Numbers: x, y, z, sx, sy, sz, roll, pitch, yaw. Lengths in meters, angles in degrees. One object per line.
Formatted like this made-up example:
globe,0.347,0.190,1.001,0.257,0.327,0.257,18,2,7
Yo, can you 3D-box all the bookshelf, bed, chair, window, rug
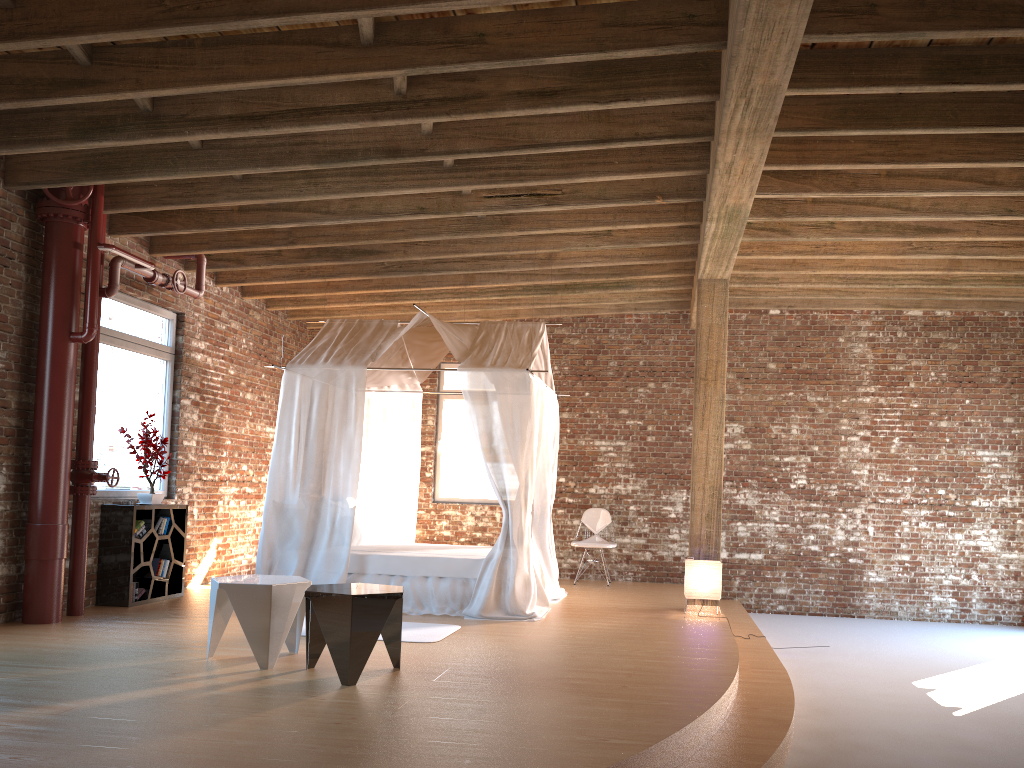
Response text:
bookshelf,-3.237,1.483,7.767,0.294,0.842,0.857,2,-5,10
bed,-0.831,0.148,8.547,2.678,3.870,2.497,1,-4,8
chair,0.983,1.934,10.551,0.539,0.894,0.573,2,-3,9
window,-0.345,0.631,11.251,1.320,1.843,0.171,2,-2,7
window,-3.419,0.123,7.890,0.168,1.842,1.346,2,-4,10
rug,-1.162,1.830,6.613,1.438,0.007,0.862,1,-7,9
chair,-1.533,1.431,5.353,0.548,0.488,0.605,4,-6,-27
chair,-0.902,1.414,5.039,0.633,0.488,0.523,6,-6,-38

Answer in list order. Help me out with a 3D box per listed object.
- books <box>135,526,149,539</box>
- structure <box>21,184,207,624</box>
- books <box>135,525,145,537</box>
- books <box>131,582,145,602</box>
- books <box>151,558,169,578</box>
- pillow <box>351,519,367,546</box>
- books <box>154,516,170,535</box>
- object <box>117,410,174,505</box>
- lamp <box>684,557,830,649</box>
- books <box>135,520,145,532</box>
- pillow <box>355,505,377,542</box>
books,-3.202,1.265,7.527,0.134,0.113,0.157,1,-5,9
structure,-3.167,0.105,7.188,0.579,3.452,1.998,2,-3,9
books,-3.212,1.246,7.471,0.134,0.109,0.154,1,-5,9
books,-3.226,1.761,7.488,0.134,0.159,0.250,1,-6,9
books,-3.159,1.636,7.839,0.134,0.180,0.203,1,-5,9
pillow,-1.556,1.418,8.501,0.213,0.290,0.389,1,-5,18
books,-3.154,1.254,7.800,0.134,0.165,0.244,1,-5,9
object,-3.201,0.638,7.731,0.399,0.837,0.414,2,-3,4
lamp,2.236,1.985,7.957,1.397,0.778,0.357,2,-3,0
books,-3.212,1.209,7.459,0.134,0.109,0.154,1,-5,9
pillow,-1.617,1.469,9.191,0.293,0.431,0.630,1,-5,10
